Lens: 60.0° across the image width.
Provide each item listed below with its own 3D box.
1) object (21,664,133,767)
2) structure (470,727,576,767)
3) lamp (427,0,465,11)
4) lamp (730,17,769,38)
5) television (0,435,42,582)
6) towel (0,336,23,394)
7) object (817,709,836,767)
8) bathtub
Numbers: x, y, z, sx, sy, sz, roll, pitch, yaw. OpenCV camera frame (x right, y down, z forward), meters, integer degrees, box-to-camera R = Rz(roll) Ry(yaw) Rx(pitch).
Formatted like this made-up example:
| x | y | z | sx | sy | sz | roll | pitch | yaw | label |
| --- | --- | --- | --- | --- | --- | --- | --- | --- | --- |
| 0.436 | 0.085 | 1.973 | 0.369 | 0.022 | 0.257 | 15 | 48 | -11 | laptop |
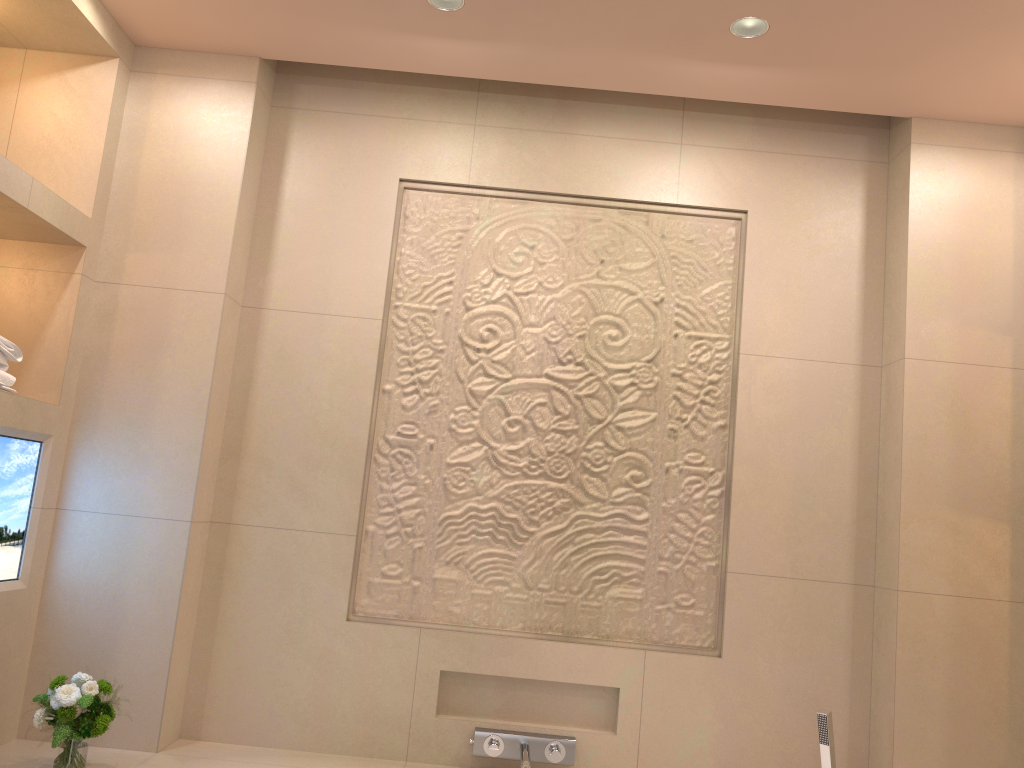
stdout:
| x | y | z | sx | sy | sz | roll | pitch | yaw | label |
| --- | --- | --- | --- | --- | --- | --- | --- | --- | --- |
| -1.041 | 0.794 | 2.117 | 0.197 | 0.252 | 0.229 | -2 | -12 | 42 | object |
| 0.027 | 0.998 | 2.341 | 0.290 | 0.097 | 0.259 | 5 | -9 | 1 | structure |
| -0.164 | -1.000 | 2.238 | 0.097 | 0.069 | 0.097 | 3 | -9 | 17 | lamp |
| 0.599 | -0.927 | 2.230 | 0.097 | 0.069 | 0.097 | 6 | -9 | -3 | lamp |
| -1.270 | 0.286 | 2.040 | 0.025 | 0.360 | 0.564 | 5 | -9 | 1 | television |
| 0.159 | -0.212 | 2.122 | 3.195 | 0.726 | 0.517 | 5 | -9 | 1 | towel |
| 0.827 | 0.991 | 2.308 | 0.059 | 0.280 | 0.114 | -3 | -12 | 45 | object |
| 0.001 | 1.264 | 1.893 | 2.662 | 0.540 | 1.060 | 5 | -9 | 1 | bathtub |
